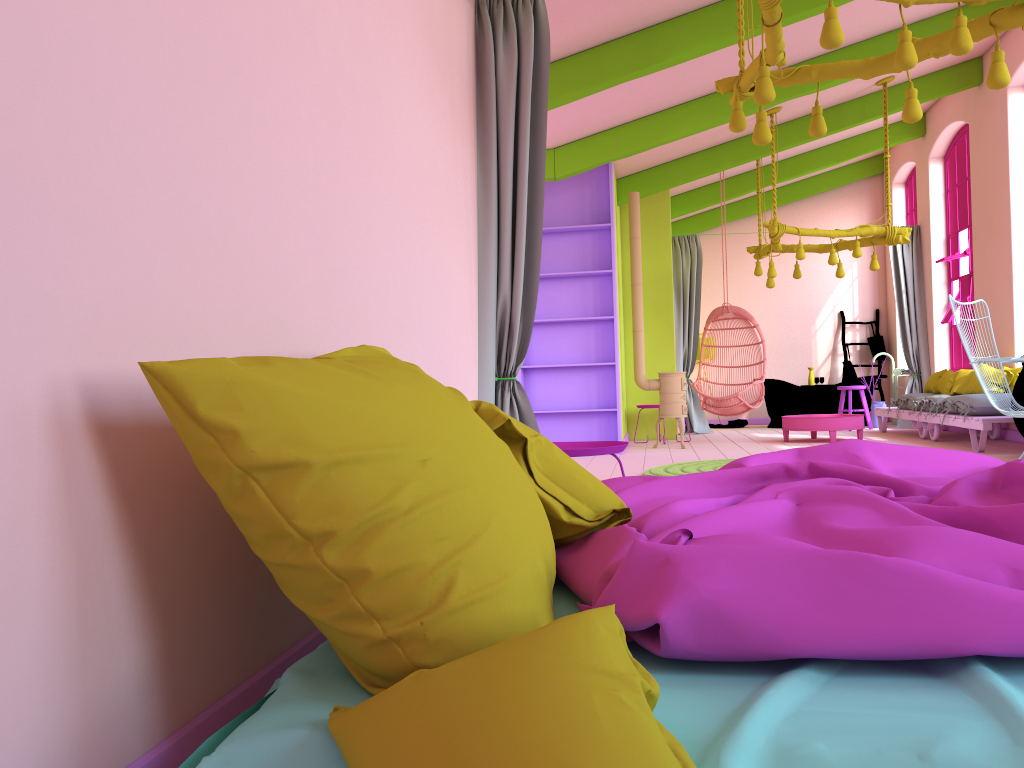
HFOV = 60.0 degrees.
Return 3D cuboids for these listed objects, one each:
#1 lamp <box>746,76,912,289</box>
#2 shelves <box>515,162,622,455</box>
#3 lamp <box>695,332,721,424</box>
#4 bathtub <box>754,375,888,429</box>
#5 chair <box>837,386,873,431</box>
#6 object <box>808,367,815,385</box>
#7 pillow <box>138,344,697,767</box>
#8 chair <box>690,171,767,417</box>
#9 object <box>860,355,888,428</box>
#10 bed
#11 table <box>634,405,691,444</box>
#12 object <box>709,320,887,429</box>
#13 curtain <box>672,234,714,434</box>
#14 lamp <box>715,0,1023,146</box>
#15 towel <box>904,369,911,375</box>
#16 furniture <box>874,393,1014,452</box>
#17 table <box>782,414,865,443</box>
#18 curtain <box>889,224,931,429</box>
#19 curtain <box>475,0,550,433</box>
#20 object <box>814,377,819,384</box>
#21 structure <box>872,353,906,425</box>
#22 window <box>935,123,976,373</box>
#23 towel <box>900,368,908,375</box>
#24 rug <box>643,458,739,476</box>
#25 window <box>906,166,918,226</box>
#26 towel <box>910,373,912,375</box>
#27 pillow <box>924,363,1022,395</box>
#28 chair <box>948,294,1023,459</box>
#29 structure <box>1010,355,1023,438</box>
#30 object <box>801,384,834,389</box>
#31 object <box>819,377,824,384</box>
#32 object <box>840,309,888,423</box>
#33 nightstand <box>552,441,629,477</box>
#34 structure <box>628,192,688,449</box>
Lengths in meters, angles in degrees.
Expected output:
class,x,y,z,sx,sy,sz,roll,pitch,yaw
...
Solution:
class,x,y,z,sx,sy,sz,roll,pitch,yaw
lamp,3.262,-2.221,9.969,1.610,2.264,1.775,-2,0,-9
shelves,0.171,-0.788,9.271,1.842,3.104,0.384,-2,0,9
lamp,2.963,-0.067,13.911,0.491,1.466,0.476,-2,0,39
bathtub,4.521,0.257,13.032,1.889,0.740,0.826,-2,0,9
chair,4.552,0.324,11.908,0.472,0.593,0.446,-2,0,-22
object,4.394,-0.084,13.018,0.097,0.321,0.097,-2,0,20
pillow,-0.124,0.300,1.999,0.848,0.822,2.617,-2,0,-1
chair,2.522,-1.178,10.492,0.860,3.130,0.806,-2,0,29
object,4.994,0.110,12.182,0.277,0.987,0.451,-2,0,-37
bed,0.997,0.427,2.083,2.802,0.514,3.576,-2,0,9
table,1.794,0.472,10.626,0.596,0.458,0.596,-2,0,-43
object,3.733,-0.153,10.134,2.827,1.580,7.864,-2,0,10
curtain,2.440,-0.715,12.293,0.518,2.785,0.525,-2,0,-10
lamp,1.655,-2.396,4.611,1.610,2.264,1.775,-2,0,-9
towel,5.766,-0.185,12.666,0.247,0.102,0.262,-2,0,0
furniture,4.730,0.344,9.511,0.907,0.507,3.775,-2,0,9
table,3.503,0.499,9.997,0.885,0.285,0.885,-2,0,35
curtain,5.342,-0.760,11.824,0.518,2.785,0.525,-2,0,28
curtain,-0.016,-0.668,4.485,0.518,2.785,0.525,-2,0,-10
object,4.417,-0.013,12.848,0.069,0.170,0.069,-2,0,29
structure,5.499,0.069,12.855,0.254,1.061,0.452,-2,0,-37
window,5.539,-1.631,10.766,0.551,3.010,1.513,-2,0,9
towel,5.808,-0.185,12.930,0.262,0.102,0.247,-2,0,10
rug,1.931,0.651,6.547,1.889,0.050,1.889,-2,0,-4
window,5.837,-1.639,12.652,0.072,3.047,1.275,-2,0,9
towel,5.722,-0.185,12.401,0.262,0.102,0.247,-2,0,5
pillow,4.897,-0.025,9.563,0.578,0.399,1.997,-2,0,9
chair,3.466,0.003,5.834,0.925,1.238,1.078,-2,0,44
structure,4.472,0.172,7.242,0.718,0.845,0.718,-2,0,-24
object,4.482,0.046,13.037,0.360,0.068,1.323,-2,0,9
object,4.541,-0.016,12.994,0.069,0.170,0.069,-2,0,29
object,5.401,-0.272,13.628,0.603,1.765,0.410,-2,0,9
nightstand,0.204,0.485,3.772,0.596,0.458,0.596,-2,0,-43
structure,1.646,-0.703,9.787,0.577,2.814,0.403,-2,0,26
